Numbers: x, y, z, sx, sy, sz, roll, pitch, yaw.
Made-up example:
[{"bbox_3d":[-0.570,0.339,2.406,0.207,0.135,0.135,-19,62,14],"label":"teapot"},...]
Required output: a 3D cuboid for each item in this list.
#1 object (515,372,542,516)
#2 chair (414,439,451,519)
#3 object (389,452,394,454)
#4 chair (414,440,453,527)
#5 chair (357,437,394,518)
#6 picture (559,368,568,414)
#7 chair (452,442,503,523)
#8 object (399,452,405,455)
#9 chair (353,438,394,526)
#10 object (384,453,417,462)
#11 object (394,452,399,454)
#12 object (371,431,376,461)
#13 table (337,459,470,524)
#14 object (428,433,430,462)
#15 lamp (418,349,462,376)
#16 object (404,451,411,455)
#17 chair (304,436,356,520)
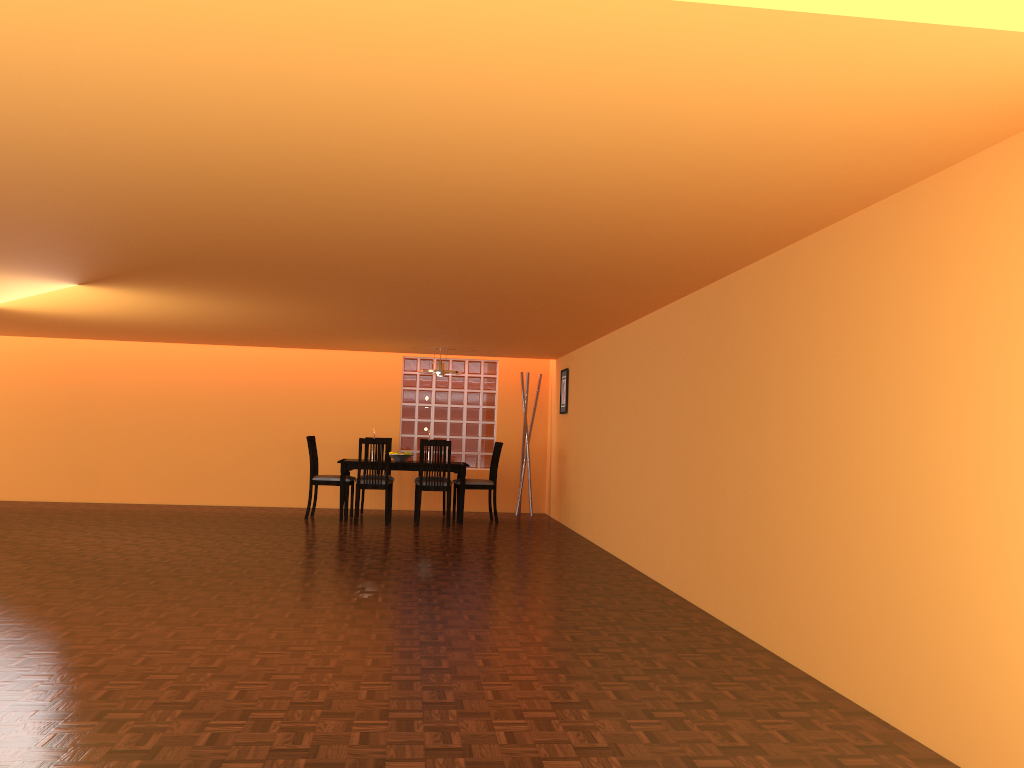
[{"bbox_3d":[0.168,0.659,9.781,0.226,1.589,0.308,1,-3,16],"label":"object"},{"bbox_3d":[-0.829,0.983,9.243,0.373,0.809,0.465,2,-3,-6],"label":"chair"},{"bbox_3d":[-1.190,0.693,8.771,0.055,0.046,0.046,3,-4,-23],"label":"object"},{"bbox_3d":[-0.743,0.942,8.483,0.373,0.809,0.465,2,-3,-6],"label":"chair"},{"bbox_3d":[-1.402,0.960,9.178,0.373,0.809,0.465,2,-3,-6],"label":"chair"},{"bbox_3d":[0.527,0.077,9.034,0.014,0.456,0.361,2,-3,-6],"label":"picture"},{"bbox_3d":[-0.344,0.980,8.902,0.465,0.809,0.373,3,-3,-11],"label":"chair"},{"bbox_3d":[-1.084,0.709,8.767,0.066,0.070,0.055,3,-4,-25],"label":"object"},{"bbox_3d":[-1.316,0.920,8.418,0.373,0.809,0.465,2,-3,-6],"label":"chair"},{"bbox_3d":[-1.111,0.734,8.820,0.337,0.072,0.337,5,-4,-40],"label":"object"},{"bbox_3d":[-1.141,0.719,8.848,0.087,0.076,0.089,2,-3,0],"label":"object"},{"bbox_3d":[-1.357,0.592,8.717,0.044,0.326,0.044,3,-3,-18],"label":"object"},{"bbox_3d":[-1.079,1.062,8.794,1.259,0.584,0.697,2,-3,-6],"label":"table"},{"bbox_3d":[-0.829,0.618,8.861,0.044,0.326,0.044,3,-3,-18],"label":"object"},{"bbox_3d":[-0.719,-0.216,8.903,0.435,0.274,0.435,1,-3,16],"label":"lamp"},{"bbox_3d":[-1.038,0.701,8.833,0.069,0.066,0.069,2,-3,3],"label":"object"},{"bbox_3d":[-1.797,0.922,8.747,0.465,0.809,0.373,2,-3,-1],"label":"chair"}]
